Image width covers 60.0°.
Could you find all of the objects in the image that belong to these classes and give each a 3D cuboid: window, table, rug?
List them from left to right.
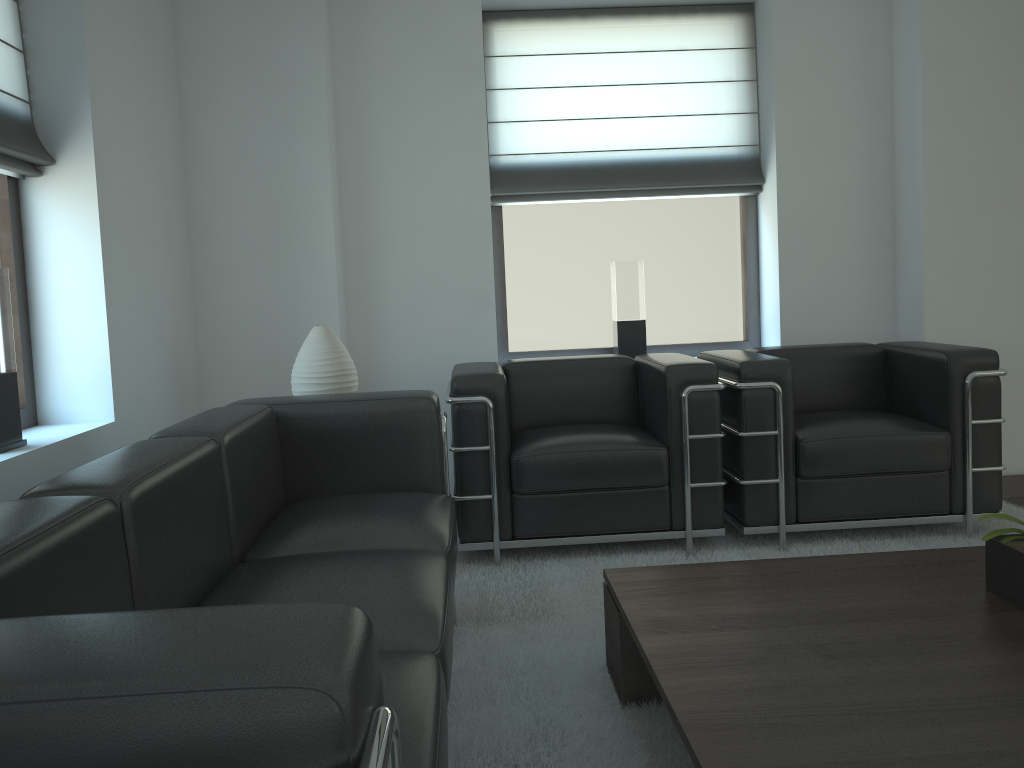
[{"bbox_3d":[-2.544,-1.058,3.641,0.146,2.726,1.704,-3,4,-3],"label":"window"},{"bbox_3d":[0.875,-1.558,7.044,2.132,2.726,0.146,-3,4,-3],"label":"window"},{"bbox_3d":[0.966,1.216,3.162,5.168,0.110,6.268,-3,6,-3],"label":"rug"},{"bbox_3d":[1.397,1.041,2.815,1.921,0.440,1.941,-3,6,-3],"label":"table"}]

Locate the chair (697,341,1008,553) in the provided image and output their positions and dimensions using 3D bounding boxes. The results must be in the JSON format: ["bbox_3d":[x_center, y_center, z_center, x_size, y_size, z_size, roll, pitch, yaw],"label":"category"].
[{"bbox_3d":[2.111,0.352,5.722,1.646,1.168,1.126,-3,5,-3],"label":"chair"}]

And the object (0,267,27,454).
[{"bbox_3d":[-2.264,-0.100,3.747,0.243,0.774,0.239,-3,4,-3],"label":"object"}]

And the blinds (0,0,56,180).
[{"bbox_3d":[-2.413,-1.691,3.611,0.222,1.473,1.690,-3,5,-3],"label":"blinds"}]

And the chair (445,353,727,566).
[{"bbox_3d":[0.430,0.436,5.651,1.646,1.168,1.126,-3,5,-3],"label":"chair"}]

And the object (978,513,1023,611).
[{"bbox_3d":[1.836,0.272,3.116,0.335,0.990,0.253,-3,4,-3],"label":"object"}]

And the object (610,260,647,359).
[{"bbox_3d":[0.894,-0.553,6.799,0.243,0.774,0.239,-3,4,-3],"label":"object"}]

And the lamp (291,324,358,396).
[{"bbox_3d":[-1.060,-0.009,5.018,0.374,0.653,0.375,0,5,26],"label":"lamp"}]

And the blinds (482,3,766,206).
[{"bbox_3d":[0.857,-2.166,6.833,2.123,1.473,0.223,-3,4,-3],"label":"blinds"}]

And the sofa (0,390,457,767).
[{"bbox_3d":[-0.747,0.780,2.775,1.123,1.167,3.485,-3,6,-3],"label":"sofa"}]
